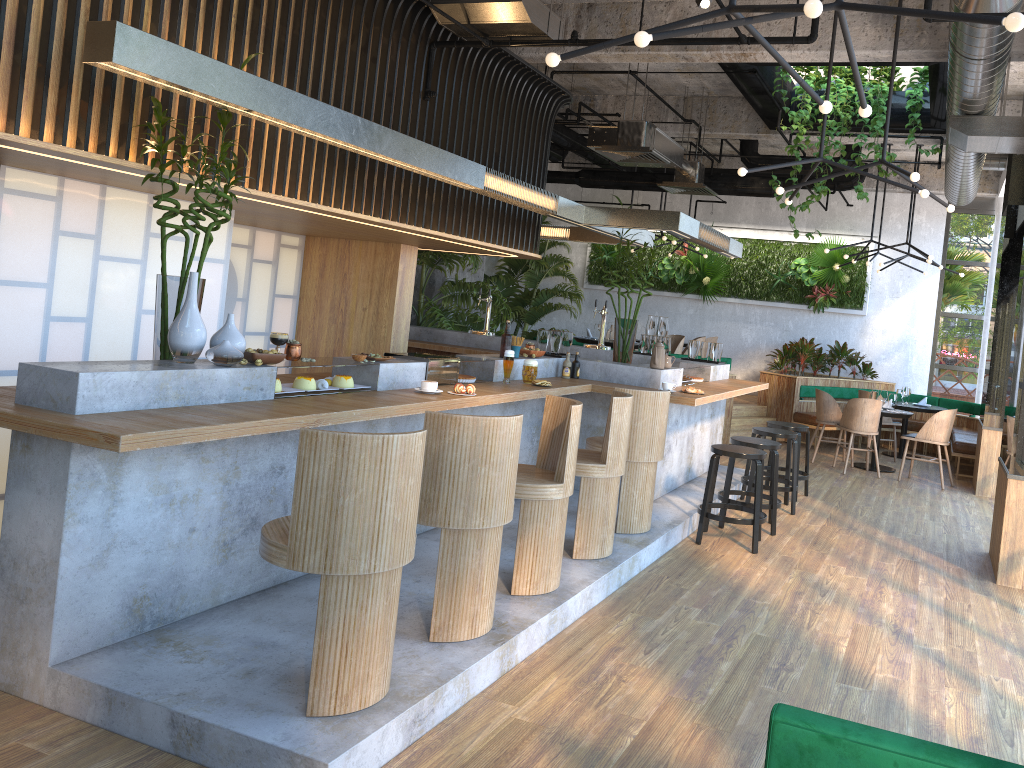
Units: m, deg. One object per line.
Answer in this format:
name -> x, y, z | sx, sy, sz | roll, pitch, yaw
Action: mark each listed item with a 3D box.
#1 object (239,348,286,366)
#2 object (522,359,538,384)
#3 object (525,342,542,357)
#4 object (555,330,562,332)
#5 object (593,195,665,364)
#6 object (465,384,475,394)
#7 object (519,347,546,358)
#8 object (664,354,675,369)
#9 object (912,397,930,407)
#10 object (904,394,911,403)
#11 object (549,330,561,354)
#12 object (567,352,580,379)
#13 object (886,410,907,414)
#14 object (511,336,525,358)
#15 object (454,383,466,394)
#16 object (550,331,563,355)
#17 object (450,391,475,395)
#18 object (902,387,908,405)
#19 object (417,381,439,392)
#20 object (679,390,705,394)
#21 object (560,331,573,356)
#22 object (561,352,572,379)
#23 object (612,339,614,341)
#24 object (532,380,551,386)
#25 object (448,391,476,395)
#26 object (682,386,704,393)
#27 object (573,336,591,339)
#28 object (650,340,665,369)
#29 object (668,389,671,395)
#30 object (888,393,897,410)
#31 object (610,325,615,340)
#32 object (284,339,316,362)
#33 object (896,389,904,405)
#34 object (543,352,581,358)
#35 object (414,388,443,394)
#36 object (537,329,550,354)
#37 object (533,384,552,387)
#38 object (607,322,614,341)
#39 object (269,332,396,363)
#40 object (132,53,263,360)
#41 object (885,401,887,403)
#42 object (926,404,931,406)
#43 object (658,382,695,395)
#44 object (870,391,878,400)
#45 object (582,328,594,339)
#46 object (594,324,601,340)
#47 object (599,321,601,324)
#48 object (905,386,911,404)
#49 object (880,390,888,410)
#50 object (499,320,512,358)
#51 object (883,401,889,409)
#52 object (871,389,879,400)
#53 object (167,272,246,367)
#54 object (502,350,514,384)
object -> -1.182, -0.129, 4.116 | 0.186, 0.072, 0.235 | 10, 7, 44
object -> 0.122, -0.090, 6.275 | 0.108, 0.171, 0.141 | 7, 2, 18
object -> 0.177, -0.277, 7.062 | 0.158, 0.106, 0.088 | 5, 3, -21
object -> 0.368, -0.353, 7.561 | 0.109, 0.209, 0.102 | 6, 1, -21
object -> 0.983, -0.813, 7.582 | 0.650, 1.546, 0.606 | 7, 1, 29
object -> -0.249, 0.031, 5.140 | 0.059, 0.059, 0.076 | 7, 3, 15
object -> 0.135, -0.245, 6.846 | 0.186, 0.072, 0.235 | 10, 7, 44
object -> 1.273, -0.186, 7.274 | 0.096, 0.119, 0.090 | 7, 2, 33
object -> 5.799, 0.245, 12.581 | 0.230, 0.138, 0.236 | 7, 4, 8
object -> 5.743, 0.168, 12.907 | 0.109, 0.209, 0.101 | 5, 1, -31
object -> 0.357, -0.342, 7.431 | 0.109, 0.209, 0.101 | 5, 1, -31
object -> 0.479, -0.154, 7.134 | 0.171, 0.214, 0.067 | 4, 2, -41
object -> 4.748, 0.337, 10.996 | 0.162, 0.019, 0.248 | 4, 6, -20
object -> 0.033, -0.276, 6.604 | 0.107, 0.161, 0.104 | 5, 2, -31
object -> -0.302, 0.025, 5.145 | 0.070, 0.059, 0.130 | 6, 4, -5
object -> 0.359, -0.329, 7.296 | 0.109, 0.209, 0.102 | 6, 1, -21
object -> -0.288, 0.053, 5.147 | 0.125, 0.005, 0.118 | 3, 6, -27
object -> 5.529, 0.163, 12.515 | 0.092, 0.244, 0.093 | 6, 1, 7
object -> -0.485, 0.011, 5.014 | 0.132, 0.064, 0.112 | 6, 4, 3
object -> 1.407, 0.065, 6.923 | 0.214, 0.013, 0.199 | 3, 6, -30
object -> 0.459, -0.339, 7.510 | 0.109, 0.209, 0.102 | 6, 1, -21
object -> 0.438, -0.150, 7.070 | 0.071, 0.209, 0.069 | 6, 1, -9
object -> 1.457, -0.630, 11.909 | 0.243, 0.138, 0.223 | 2, 5, -43
object -> 0.207, -0.008, 6.186 | 0.147, 0.041, 0.093 | 3, 6, -33
object -> -0.291, 0.055, 5.143 | 0.160, 0.005, 0.174 | 10, 7, 36
object -> 1.409, 0.045, 6.932 | 0.158, 0.052, 0.159 | 4, 5, -21
object -> 0.958, -0.624, 11.867 | 0.247, 0.019, 0.163 | 8, 6, 23
object -> 1.172, -0.237, 7.095 | 0.119, 0.234, 0.213 | 6, 3, -7
object -> 1.178, 0.059, 6.644 | 0.029, 0.027, 0.137 | 6, 5, 4
object -> 4.788, 0.228, 11.178 | 0.109, 0.209, 0.102 | 5, 1, -26
object -> 1.401, -0.706, 12.234 | 0.109, 0.209, 0.101 | 5, 1, -31
object -> -1.067, -0.168, 4.483 | 0.158, 0.106, 0.088 | 5, 3, -21
object -> 5.416, 0.181, 12.402 | 0.109, 0.209, 0.101 | 5, 1, -31
object -> 0.369, -0.244, 7.417 | 0.265, 0.018, 0.452 | 8, 6, 24
object -> -0.470, 0.042, 5.005 | 0.156, 0.020, 0.165 | 8, 6, 21
object -> 0.253, -0.344, 7.331 | 0.109, 0.209, 0.102 | 6, 1, -21
object -> 0.208, 0.007, 6.187 | 0.151, 0.013, 0.149 | 6, 5, -5
object -> 1.334, -0.717, 12.074 | 0.093, 0.244, 0.092 | 6, 1, -4
object -> -0.919, -0.187, 4.707 | 0.204, 0.134, 0.834 | 8, 6, 31
object -> -1.427, -0.733, 3.991 | 0.606, 1.546, 0.650 | 6, 1, -27
object -> 5.300, 0.251, 12.540 | 0.247, 0.019, 0.163 | 8, 6, 23
object -> 5.919, 0.291, 12.817 | 0.247, 0.019, 0.163 | 8, 6, 23
object -> 1.312, 0.035, 6.813 | 0.432, 0.072, 0.176 | 3, 6, -32
object -> 4.572, 0.201, 11.228 | 0.102, 0.209, 0.109 | 7, 1, 24
object -> 1.063, -0.687, 12.075 | 0.227, 0.138, 0.239 | 7, 4, 18
object -> -0.235, -0.828, 10.108 | 0.101, 0.500, 4.335 | 6, 4, 41
object -> 1.187, -0.711, 11.843 | 0.096, 0.244, 0.089 | 5, 1, -38
object -> 5.676, 0.157, 12.747 | 0.092, 0.244, 0.093 | 6, 1, 7
object -> 4.642, 0.202, 11.097 | 0.094, 0.244, 0.091 | 6, 1, -8
object -> -0.040, -0.327, 6.449 | 0.078, 0.276, 0.072 | 6, 1, -30
object -> 4.788, 0.250, 11.374 | 0.243, 0.138, 0.223 | 3, 5, -40
object -> 4.540, 0.190, 11.111 | 0.090, 0.244, 0.095 | 6, 1, 18
object -> -1.333, -0.287, 3.914 | 0.324, 0.396, 0.312 | 5, 2, -17
object -> -0.027, -0.119, 6.093 | 0.078, 0.232, 0.072 | 6, 1, -33
